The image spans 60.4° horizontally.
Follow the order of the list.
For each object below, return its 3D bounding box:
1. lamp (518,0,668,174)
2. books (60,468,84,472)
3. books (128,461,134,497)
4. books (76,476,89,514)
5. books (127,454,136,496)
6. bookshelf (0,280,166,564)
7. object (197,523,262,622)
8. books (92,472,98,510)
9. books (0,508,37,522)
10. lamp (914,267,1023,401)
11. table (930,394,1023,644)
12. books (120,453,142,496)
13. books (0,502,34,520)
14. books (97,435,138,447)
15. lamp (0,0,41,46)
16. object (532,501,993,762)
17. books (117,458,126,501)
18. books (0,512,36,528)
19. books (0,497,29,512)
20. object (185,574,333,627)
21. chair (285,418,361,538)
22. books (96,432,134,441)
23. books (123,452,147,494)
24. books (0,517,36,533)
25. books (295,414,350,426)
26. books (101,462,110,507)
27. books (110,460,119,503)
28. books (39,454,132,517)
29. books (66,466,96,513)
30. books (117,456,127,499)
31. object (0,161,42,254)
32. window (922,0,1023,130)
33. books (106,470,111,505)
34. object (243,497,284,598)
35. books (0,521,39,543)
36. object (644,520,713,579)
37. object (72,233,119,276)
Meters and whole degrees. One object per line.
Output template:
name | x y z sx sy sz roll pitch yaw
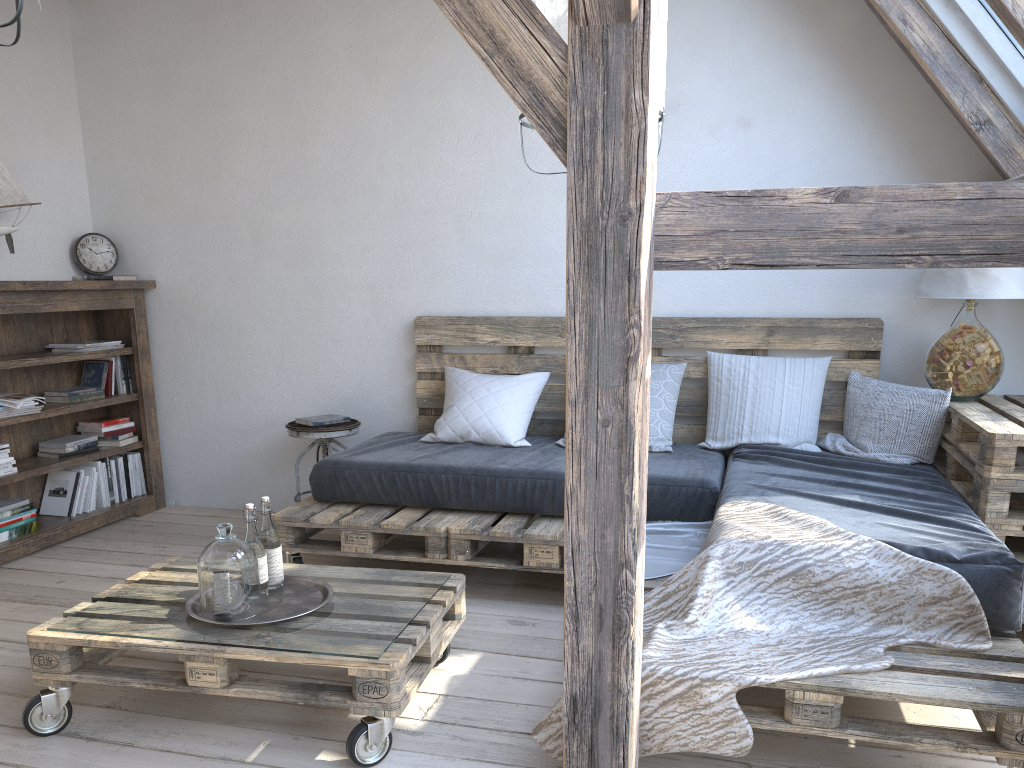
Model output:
lamp | 0.212 -1.354 2.310 0.404 1.556 0.393 -9 15 -32
books | -2.137 0.513 4.207 0.157 0.211 0.105 3 12 15
books | -2.011 0.487 4.517 0.139 0.190 0.018 3 14 15
books | -2.102 0.527 4.213 0.139 0.179 0.092 3 12 15
books | -2.023 0.468 4.537 0.157 0.225 0.021 3 14 15
bookshelf | -2.172 0.152 3.850 0.347 1.203 1.589 3 10 15
object | -0.756 0.490 2.344 0.155 0.253 0.152 -4 12 -16
books | -2.079 0.517 4.275 0.139 0.188 0.064 3 13 15
books | -2.237 0.572 3.845 0.173 0.013 0.225 2 7 19
lamp | 1.727 0.093 3.611 0.389 1.317 0.802 0 11 1
table | 1.900 0.451 3.122 0.673 0.719 0.995 2 9 15
books | -2.000 0.466 4.553 0.157 0.225 0.021 3 14 15
books | -2.239 0.553 3.840 0.174 0.026 0.216 1 7 10
books | -2.031 0.286 4.438 0.218 0.031 0.158 1 7 8
lamp | -1.311 -1.368 1.947 0.397 1.111 0.400 -9 15 -33
object | 0.623 0.655 2.168 0.998 0.486 0.802 -8 11 -44
books | -2.032 0.480 4.434 0.157 0.225 0.017 3 14 15
books | -2.226 0.591 3.837 0.157 0.022 0.220 2 7 16
books | -2.234 0.530 3.840 0.132 0.021 0.195 1 7 15
object | -0.694 0.598 2.431 0.392 0.022 0.389 4 8 35
chair | -0.886 0.436 4.205 0.353 0.534 0.346 3 12 19
books | -2.039 0.261 4.427 0.204 0.022 0.146 0 7 4
books | -1.991 0.462 4.579 0.157 0.226 0.035 3 13 15
books | -2.226 0.611 3.842 0.157 0.022 0.220 1 7 11
books | -0.887 0.168 4.120 0.148 0.022 0.202 6 10 44
books | -2.061 0.492 4.330 0.157 0.225 0.017 3 14 15
books | -2.048 0.484 4.398 0.157 0.225 0.021 3 14 15
books | -2.093 0.481 4.315 0.201 0.254 0.402 3 9 16
books | -2.092 0.506 4.240 0.157 0.217 0.088 3 13 15
books | -2.041 0.475 4.474 0.157 0.225 0.021 3 14 15
object | -2.229 -0.920 3.511 0.140 1.017 0.772 5 12 20
window | 1.236 -1.429 2.582 1.094 1.309 0.835 3 12 15
books | -2.057 0.507 4.351 0.139 0.190 0.018 3 14 15
object | -0.712 0.461 2.496 0.071 0.274 0.150 3 12 15
books | -2.227 0.641 3.847 0.173 0.039 0.218 2 7 15
object | 0.566 0.646 2.975 0.505 0.284 0.693 0 8 0
object | -2.073 -0.645 4.382 0.203 0.215 0.081 -8 15 -37
